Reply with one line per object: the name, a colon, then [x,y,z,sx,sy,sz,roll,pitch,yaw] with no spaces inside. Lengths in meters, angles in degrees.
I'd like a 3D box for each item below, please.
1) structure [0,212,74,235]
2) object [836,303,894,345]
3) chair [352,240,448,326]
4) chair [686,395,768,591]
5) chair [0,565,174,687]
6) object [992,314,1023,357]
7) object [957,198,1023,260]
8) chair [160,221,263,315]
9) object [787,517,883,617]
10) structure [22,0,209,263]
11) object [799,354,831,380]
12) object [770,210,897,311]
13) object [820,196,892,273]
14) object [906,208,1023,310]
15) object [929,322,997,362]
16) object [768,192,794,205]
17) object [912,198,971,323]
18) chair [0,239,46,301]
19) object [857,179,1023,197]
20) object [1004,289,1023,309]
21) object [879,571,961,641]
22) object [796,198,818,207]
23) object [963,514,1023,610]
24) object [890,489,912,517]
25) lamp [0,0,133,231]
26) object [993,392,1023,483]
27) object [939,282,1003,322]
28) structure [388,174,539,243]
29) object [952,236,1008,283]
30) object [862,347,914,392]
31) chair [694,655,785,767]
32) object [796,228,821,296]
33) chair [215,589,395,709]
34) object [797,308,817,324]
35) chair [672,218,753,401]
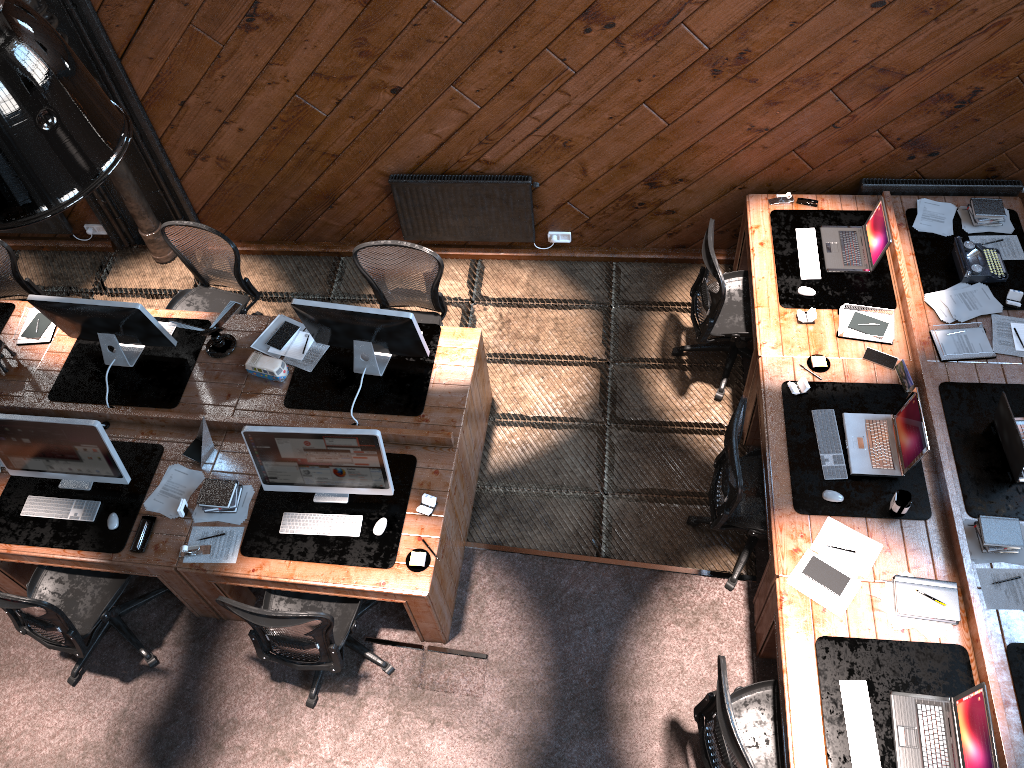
structure: [-3.979,-1.388,6.860,1.064,0.628,0.073,2,55,7]
object: [2.087,-0.357,5.230,0.316,0.060,0.229,9,56,11]
chair: [-0.691,-0.362,5.782,0.770,1.085,0.792,-7,54,0]
chair: [1.422,0.563,4.927,0.792,1.085,0.770,-7,54,0]
chair: [-2.450,1.119,4.890,0.770,1.085,0.792,1,55,6]
object: [3.003,-0.257,5.091,0.467,0.017,0.304,13,57,14]
object: [3.008,-0.983,5.549,0.319,0.098,0.478,1,55,6]
chair: [-2.047,-0.517,6.018,0.770,1.085,0.792,1,55,6]
object: [1.610,0.893,4.405,0.304,0.017,0.467,31,63,24]
structure: [-3.003,-1.880,6.072,1.003,2.745,0.500,7,56,10]
object: [1.764,-0.118,5.108,0.154,0.026,0.158,-38,60,-20]
object: [2.004,-0.795,5.581,0.687,0.008,0.848,2,55,7]
object: [2.118,-0.926,5.487,0.323,0.283,0.390,2,55,7]
object: [2.859,-0.788,5.497,0.687,0.008,0.848,2,55,7]
object: [2.599,-0.244,5.102,0.316,0.060,0.229,-4,54,3]
object: [1.788,-1.235,5.880,0.159,0.064,0.054,-4,54,3]
object: [2.673,-0.785,5.499,0.356,0.002,1.058,1,55,6]
chair: [-3.550,-0.472,6.126,0.770,1.085,0.792,-15,55,-5]
object: [2.854,-1.136,6.046,1.064,0.628,0.073,2,55,7]
object: [2.967,-0.500,5.237,0.082,0.063,0.106,17,58,16]
object: [1.950,1.045,4.239,0.363,0.065,0.325,15,57,15]
object: [1.949,-1.202,5.853,0.134,0.042,0.022,15,57,15]
object: [2.408,0.853,4.313,0.319,0.098,0.478,1,55,6]
object: [1.979,0.604,4.514,0.078,0.138,0.099,12,57,14]
lamp: [-1.131,-1.173,0.941,0.445,2.372,0.445,21,59,19]
object: [2.708,0.271,4.579,0.323,0.283,0.390,-2,54,4]
object: [2.729,-0.488,5.275,0.315,0.002,0.246,-14,55,-5]
structure: [-0.320,-1.253,6.424,1.064,0.628,0.073,2,55,7]
object: [2.848,-0.756,5.387,0.290,0.116,0.322,0,55,6]
object: [2.161,-0.102,5.025,0.129,0.083,0.347,-32,58,-17]
chair: [1.200,1.647,4.176,0.792,1.085,0.770,-23,56,-11]
object: [1.858,-0.772,5.557,0.139,0.040,0.577,5,55,9]
chair: [-1.101,1.174,4.726,0.770,1.085,0.792,-7,54,0]
object: [1.757,-0.410,5.295,0.106,0.063,0.082,0,55,5]
chair: [1.469,-0.545,5.712,0.792,1.085,0.770,-15,55,-5]
